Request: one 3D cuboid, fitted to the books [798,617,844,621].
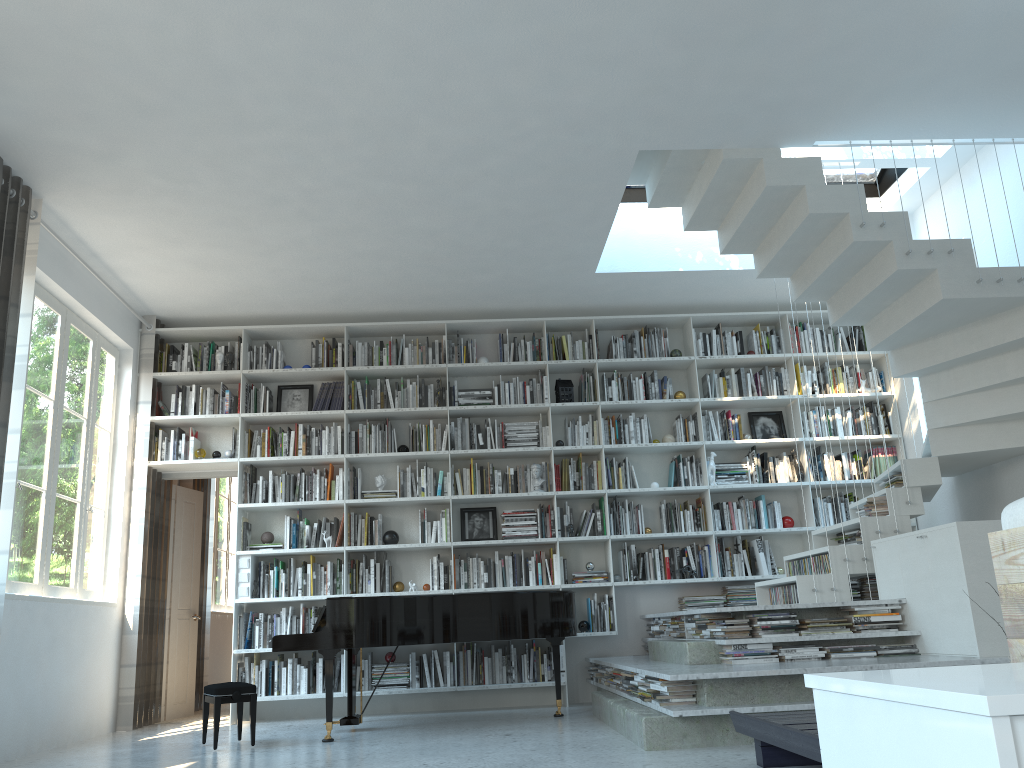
[{"bbox_3d":[1.789,1.365,5.143,0.203,0.011,0.174,0,-16,-8],"label":"books"}]

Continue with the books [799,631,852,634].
[{"bbox_3d":[1.793,1.437,5.124,0.287,0.005,0.165,-3,-16,1],"label":"books"}]

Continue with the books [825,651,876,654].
[{"bbox_3d":[1.888,1.511,4.991,0.254,0.005,0.161,-1,-16,-7],"label":"books"}]

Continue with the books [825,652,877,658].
[{"bbox_3d":[1.888,1.521,4.983,0.250,0.018,0.178,-3,-16,-1],"label":"books"}]

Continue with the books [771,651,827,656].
[{"bbox_3d":[1.603,1.511,4.982,0.272,0.012,0.159,-1,-16,-5],"label":"books"}]

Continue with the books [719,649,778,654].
[{"bbox_3d":[1.319,1.500,4.967,0.292,0.012,0.160,-3,-16,-1],"label":"books"}]

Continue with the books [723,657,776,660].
[{"bbox_3d":[1.320,1.533,4.961,0.264,0.006,0.165,-2,-16,-2],"label":"books"}]

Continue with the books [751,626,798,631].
[{"bbox_3d":[1.512,1.411,5.115,0.215,0.013,0.190,-2,-16,-4],"label":"books"}]

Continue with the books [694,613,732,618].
[{"bbox_3d":[1.243,1.437,5.498,0.189,0.022,0.238,-3,-16,1],"label":"books"}]

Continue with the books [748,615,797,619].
[{"bbox_3d":[1.508,1.351,5.141,0.228,0.009,0.159,-1,-16,-7],"label":"books"}]

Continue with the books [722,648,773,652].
[{"bbox_3d":[1.318,1.492,4.982,0.257,0.010,0.132,-3,-16,0],"label":"books"}]

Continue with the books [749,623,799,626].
[{"bbox_3d":[1.510,1.393,5.134,0.260,0.009,0.153,-3,-16,-1],"label":"books"}]

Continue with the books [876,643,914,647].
[{"bbox_3d":[2.151,1.482,5.034,0.215,0.007,0.131,-2,-16,-2],"label":"books"}]

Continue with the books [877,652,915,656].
[{"bbox_3d":[2.153,1.524,5.011,0.179,0.010,0.160,-2,-16,-3],"label":"books"}]

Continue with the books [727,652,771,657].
[{"bbox_3d":[1.320,1.510,4.960,0.210,0.012,0.168,-3,-16,0],"label":"books"}]

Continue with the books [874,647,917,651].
[{"bbox_3d":[2.152,1.500,5.023,0.225,0.007,0.133,-3,-16,0],"label":"books"}]

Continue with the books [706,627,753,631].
[{"bbox_3d":[1.274,1.441,5.210,0.184,0.014,0.298,-2,-16,-4],"label":"books"}]

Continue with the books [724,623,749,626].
[{"bbox_3d":[1.319,1.416,5.219,0.091,0.011,0.190,-1,-16,-5],"label":"books"}]

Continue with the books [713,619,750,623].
[{"bbox_3d":[1.288,1.397,5.223,0.149,0.014,0.229,-1,-16,-5],"label":"books"}]

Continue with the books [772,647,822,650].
[{"bbox_3d":[1.601,1.487,4.994,0.242,0.005,0.153,-2,-16,-2],"label":"books"}]

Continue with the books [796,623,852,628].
[{"bbox_3d":[1.791,1.397,5.124,0.273,0.014,0.188,0,-16,-8],"label":"books"}]

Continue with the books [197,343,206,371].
[{"bbox_3d":[-2.609,-0.183,7.477,0.039,0.282,0.182,-2,-15,-3],"label":"books"}]

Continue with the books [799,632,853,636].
[{"bbox_3d":[1.793,1.443,5.123,0.291,0.007,0.174,-3,-16,-1],"label":"books"}]

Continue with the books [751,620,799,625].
[{"bbox_3d":[1.511,1.375,5.116,0.230,0.015,0.190,-3,-16,1],"label":"books"}]

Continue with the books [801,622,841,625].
[{"bbox_3d":[1.790,1.391,5.149,0.179,0.010,0.160,-2,-16,-2],"label":"books"}]

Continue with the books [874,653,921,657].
[{"bbox_3d":[2.154,1.530,5.005,0.261,0.006,0.152,-1,-16,-7],"label":"books"}]

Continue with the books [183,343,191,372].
[{"bbox_3d":[-2.720,-0.180,7.470,0.028,0.282,0.190,-2,-15,-3],"label":"books"}]

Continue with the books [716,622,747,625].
[{"bbox_3d":[1.292,1.408,5.220,0.132,0.009,0.270,-3,-16,0],"label":"books"}]

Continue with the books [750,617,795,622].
[{"bbox_3d":[1.509,1.366,5.145,0.221,0.018,0.154,-2,-16,-2],"label":"books"}]

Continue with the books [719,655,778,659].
[{"bbox_3d":[1.320,1.526,4.963,0.285,0.008,0.160,-1,-16,-5],"label":"books"}]

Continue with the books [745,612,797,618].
[{"bbox_3d":[1.507,1.345,5.164,0.261,0.016,0.129,-2,-16,-4],"label":"books"}]

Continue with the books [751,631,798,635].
[{"bbox_3d":[1.512,1.440,5.127,0.227,0.012,0.149,-1,-16,-5],"label":"books"}]

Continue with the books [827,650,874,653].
[{"bbox_3d":[1.886,1.509,5.010,0.273,0.009,0.129,-3,-16,-1],"label":"books"}]

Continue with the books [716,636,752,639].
[{"bbox_3d":[1.299,1.484,5.200,0.144,0.009,0.250,-2,-16,-3],"label":"books"}]

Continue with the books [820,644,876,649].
[{"bbox_3d":[1.879,1.480,5.000,0.275,0.008,0.177,-2,-16,-3],"label":"books"}]

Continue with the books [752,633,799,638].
[{"bbox_3d":[1.513,1.449,5.109,0.216,0.015,0.178,-1,-16,-5],"label":"books"}]

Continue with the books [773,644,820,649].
[{"bbox_3d":[1.601,1.479,4.998,0.220,0.013,0.149,-2,-16,-4],"label":"books"}]

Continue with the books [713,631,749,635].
[{"bbox_3d":[1.288,1.460,5.206,0.152,0.015,0.208,-1,-16,-6],"label":"books"}]

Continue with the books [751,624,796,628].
[{"bbox_3d":[1.511,1.402,5.129,0.210,0.012,0.168,-2,-16,-2],"label":"books"}]

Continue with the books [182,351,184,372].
[{"bbox_3d":[-2.745,-0.149,7.471,0.024,0.226,0.158,-2,-15,-3],"label":"books"}]

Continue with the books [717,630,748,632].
[{"bbox_3d":[1.294,1.450,5.209,0.134,0.006,0.227,-3,-16,0],"label":"books"}]

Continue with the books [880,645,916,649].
[{"bbox_3d":[2.151,1.492,5.032,0.229,0.014,0.133,-2,-16,-4],"label":"books"}]

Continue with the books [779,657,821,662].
[{"bbox_3d":[1.604,1.544,4.977,0.208,0.015,0.153,-1,-16,-5],"label":"books"}]

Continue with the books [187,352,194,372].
[{"bbox_3d":[-2.689,-0.146,7.453,0.030,0.205,0.176,-2,-15,-3],"label":"books"}]

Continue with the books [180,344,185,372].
[{"bbox_3d":[-2.763,-0.177,7.469,0.010,0.280,0.161,-2,-15,-3],"label":"books"}]

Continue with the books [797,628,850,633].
[{"bbox_3d":[1.791,1.434,5.146,0.293,0.014,0.134,-1,-16,-6],"label":"books"}]

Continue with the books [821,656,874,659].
[{"bbox_3d":[1.888,1.539,4.999,0.249,0.009,0.144,-2,-16,-4],"label":"books"}]

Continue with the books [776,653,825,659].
[{"bbox_3d":[1.604,1.524,4.968,0.232,0.019,0.170,0,-16,-8],"label":"books"}]

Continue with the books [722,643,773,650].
[{"bbox_3d":[1.318,1.472,4.973,0.234,0.025,0.158,0,-16,-8],"label":"books"}]

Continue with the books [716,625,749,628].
[{"bbox_3d":[1.297,1.428,5.215,0.137,0.012,0.243,-2,-16,-2],"label":"books"}]

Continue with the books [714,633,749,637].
[{"bbox_3d":[1.283,1.474,5.202,0.161,0.014,0.213,-3,-16,0],"label":"books"}]

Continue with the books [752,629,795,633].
[{"bbox_3d":[1.511,1.429,5.135,0.207,0.012,0.132,-1,-16,-7],"label":"books"}]

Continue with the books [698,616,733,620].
[{"bbox_3d":[1.258,1.450,5.495,0.170,0.008,0.209,-3,-16,-1],"label":"books"}]

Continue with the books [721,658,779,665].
[{"bbox_3d":[1.322,1.542,4.938,0.262,0.023,0.200,-1,-16,-5],"label":"books"}]

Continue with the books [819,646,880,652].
[{"bbox_3d":[1.887,1.489,4.988,0.287,0.018,0.191,-2,-16,-4],"label":"books"}]

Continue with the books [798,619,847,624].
[{"bbox_3d":[1.789,1.379,5.147,0.245,0.013,0.173,-2,-16,-4],"label":"books"}]

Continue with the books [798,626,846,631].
[{"bbox_3d":[1.791,1.415,5.135,0.214,0.015,0.177,-2,-16,-2],"label":"books"}]

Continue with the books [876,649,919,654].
[{"bbox_3d":[2.153,1.511,5.017,0.234,0.017,0.152,-2,-16,-2],"label":"books"}]

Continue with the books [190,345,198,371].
[{"bbox_3d":[-2.656,-0.176,7.456,0.057,0.262,0.191,-2,-15,-3],"label":"books"}]

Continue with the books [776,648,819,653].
[{"bbox_3d":[1.602,1.500,4.997,0.211,0.018,0.135,-3,-16,-1],"label":"books"}]
